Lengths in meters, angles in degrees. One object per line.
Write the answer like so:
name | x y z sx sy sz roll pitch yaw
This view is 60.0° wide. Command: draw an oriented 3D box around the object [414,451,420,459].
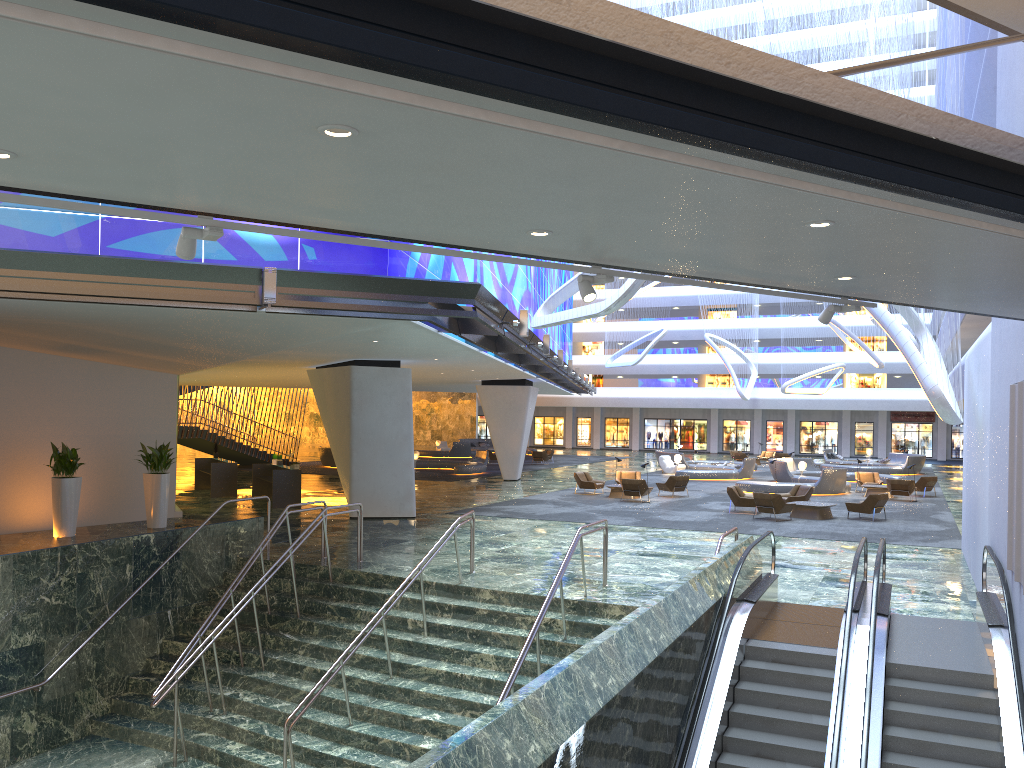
object | -4.500 3.309 41.349 0.318 0.387 0.367 0 -1 31

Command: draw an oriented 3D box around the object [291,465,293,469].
object | -6.367 2.415 25.835 0.111 0.108 0.107 2 -1 -31

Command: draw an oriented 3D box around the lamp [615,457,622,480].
lamp | 3.827 3.293 32.149 0.202 1.300 0.384 1 0 41

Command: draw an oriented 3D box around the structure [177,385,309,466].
structure | -16.252 1.227 45.020 11.980 6.246 16.498 0 -2 24

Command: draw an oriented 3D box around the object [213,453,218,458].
object | -10.237 2.475 30.636 0.158 0.181 0.158 1 -1 -21

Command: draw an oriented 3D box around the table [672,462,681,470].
table | 7.845 4.032 42.120 0.418 0.595 0.428 1 -1 -2

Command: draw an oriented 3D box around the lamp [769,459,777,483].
lamp | 9.606 3.402 32.541 0.384 1.300 0.202 1 0 42

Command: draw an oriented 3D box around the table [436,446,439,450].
table | -4.908 4.362 58.185 0.418 0.595 0.428 1 -1 23

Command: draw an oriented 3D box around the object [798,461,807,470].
object | 12.280 3.457 37.460 0.367 0.387 0.318 0 -1 31

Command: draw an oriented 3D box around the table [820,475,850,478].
table | 13.812 4.101 37.873 1.203 0.392 1.204 0 -2 25

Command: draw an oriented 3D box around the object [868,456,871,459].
object | 20.917 4.358 51.854 0.131 0.252 0.103 1 0 7

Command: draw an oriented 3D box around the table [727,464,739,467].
table | 11.465 4.325 45.701 0.673 0.406 0.671 1 -1 -14

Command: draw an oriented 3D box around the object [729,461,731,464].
object | 11.286 4.064 45.804 0.071 0.118 0.151 1 -1 35

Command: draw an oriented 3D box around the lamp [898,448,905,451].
lamp | 21.392 4.141 48.636 0.384 1.300 0.202 1 0 24

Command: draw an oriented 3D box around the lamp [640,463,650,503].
lamp | 4.313 3.184 28.679 0.384 1.300 0.202 1 0 42

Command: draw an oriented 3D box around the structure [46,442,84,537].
structure | -9.639 2.262 19.111 0.772 2.051 1.022 1 0 -5

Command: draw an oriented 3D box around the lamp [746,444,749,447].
lamp | 13.602 4.097 51.171 0.202 1.300 0.384 1 0 -13

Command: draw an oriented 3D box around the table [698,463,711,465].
table | 9.993 4.313 46.061 0.673 0.406 0.671 0 -2 44

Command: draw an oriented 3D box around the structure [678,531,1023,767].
structure | 1.299 5.995 4.259 3.016 8.238 19.840 1 -2 24

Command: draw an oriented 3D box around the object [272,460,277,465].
object | -7.379 2.440 27.612 0.150 0.145 0.150 2 -1 -32

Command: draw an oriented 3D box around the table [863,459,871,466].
table | 19.523 4.448 48.687 0.418 0.595 0.428 1 -1 21

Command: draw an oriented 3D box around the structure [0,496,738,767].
structure | -4.746 6.003 6.502 9.303 8.398 19.744 0 -2 24

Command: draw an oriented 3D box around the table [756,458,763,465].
table | 14.203 4.611 52.784 1.203 0.392 1.203 2 -2 -30

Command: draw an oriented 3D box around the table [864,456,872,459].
table | 21.298 4.627 53.116 0.418 0.595 0.427 1 -1 -22

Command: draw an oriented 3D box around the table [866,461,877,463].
table | 20.969 4.688 51.756 0.671 0.406 0.674 0 -2 21

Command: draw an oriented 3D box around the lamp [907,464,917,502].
lamp | 13.795 3.405 30.566 0.384 1.300 0.202 1 0 42

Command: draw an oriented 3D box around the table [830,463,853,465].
table | 17.956 4.523 48.312 1.203 0.392 1.204 0 -2 25

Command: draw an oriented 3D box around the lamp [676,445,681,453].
lamp | 8.764 3.870 46.818 0.384 1.300 0.202 1 0 17

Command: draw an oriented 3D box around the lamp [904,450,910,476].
lamp | 19.986 3.990 44.829 0.202 1.300 0.384 1 0 -16

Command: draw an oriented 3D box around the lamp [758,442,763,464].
lamp | 15.203 4.229 54.288 0.384 1.300 0.202 1 0 -14

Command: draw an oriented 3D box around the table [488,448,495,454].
table | -1.297 4.624 60.848 0.671 0.406 0.673 2 -2 -21

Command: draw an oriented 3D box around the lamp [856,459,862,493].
lamp | 13.309 3.514 34.036 0.202 1.300 0.384 1 0 41

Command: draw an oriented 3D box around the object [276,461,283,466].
object | -7.152 2.432 27.273 0.150 0.145 0.150 2 -1 -32

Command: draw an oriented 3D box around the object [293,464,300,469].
object | -6.240 2.390 25.623 0.149 0.149 0.149 2 -1 -31

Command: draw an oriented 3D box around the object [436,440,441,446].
object | -4.850 3.872 58.195 0.367 0.387 0.318 0 -1 31

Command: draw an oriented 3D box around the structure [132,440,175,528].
structure | -8.343 2.341 20.812 1.022 2.051 0.773 1 0 3

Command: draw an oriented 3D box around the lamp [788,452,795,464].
lamp | 12.689 3.712 40.193 0.384 1.300 0.202 1 0 42

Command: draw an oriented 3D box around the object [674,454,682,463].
object | 7.894 3.543 42.150 0.367 0.387 0.318 1 -1 6

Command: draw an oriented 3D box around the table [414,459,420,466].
table | -4.499 3.799 41.299 0.427 0.595 0.418 1 -1 23

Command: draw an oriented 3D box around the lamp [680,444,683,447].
lamp | 9.339 3.958 49.163 0.202 1.300 0.384 1 0 -22

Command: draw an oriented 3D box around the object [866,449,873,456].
object | 21.897 4.194 54.289 0.367 0.387 0.318 1 -1 6

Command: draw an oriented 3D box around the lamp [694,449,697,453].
lamp | 8.574 3.683 41.365 0.202 1.300 0.384 1 0 0
